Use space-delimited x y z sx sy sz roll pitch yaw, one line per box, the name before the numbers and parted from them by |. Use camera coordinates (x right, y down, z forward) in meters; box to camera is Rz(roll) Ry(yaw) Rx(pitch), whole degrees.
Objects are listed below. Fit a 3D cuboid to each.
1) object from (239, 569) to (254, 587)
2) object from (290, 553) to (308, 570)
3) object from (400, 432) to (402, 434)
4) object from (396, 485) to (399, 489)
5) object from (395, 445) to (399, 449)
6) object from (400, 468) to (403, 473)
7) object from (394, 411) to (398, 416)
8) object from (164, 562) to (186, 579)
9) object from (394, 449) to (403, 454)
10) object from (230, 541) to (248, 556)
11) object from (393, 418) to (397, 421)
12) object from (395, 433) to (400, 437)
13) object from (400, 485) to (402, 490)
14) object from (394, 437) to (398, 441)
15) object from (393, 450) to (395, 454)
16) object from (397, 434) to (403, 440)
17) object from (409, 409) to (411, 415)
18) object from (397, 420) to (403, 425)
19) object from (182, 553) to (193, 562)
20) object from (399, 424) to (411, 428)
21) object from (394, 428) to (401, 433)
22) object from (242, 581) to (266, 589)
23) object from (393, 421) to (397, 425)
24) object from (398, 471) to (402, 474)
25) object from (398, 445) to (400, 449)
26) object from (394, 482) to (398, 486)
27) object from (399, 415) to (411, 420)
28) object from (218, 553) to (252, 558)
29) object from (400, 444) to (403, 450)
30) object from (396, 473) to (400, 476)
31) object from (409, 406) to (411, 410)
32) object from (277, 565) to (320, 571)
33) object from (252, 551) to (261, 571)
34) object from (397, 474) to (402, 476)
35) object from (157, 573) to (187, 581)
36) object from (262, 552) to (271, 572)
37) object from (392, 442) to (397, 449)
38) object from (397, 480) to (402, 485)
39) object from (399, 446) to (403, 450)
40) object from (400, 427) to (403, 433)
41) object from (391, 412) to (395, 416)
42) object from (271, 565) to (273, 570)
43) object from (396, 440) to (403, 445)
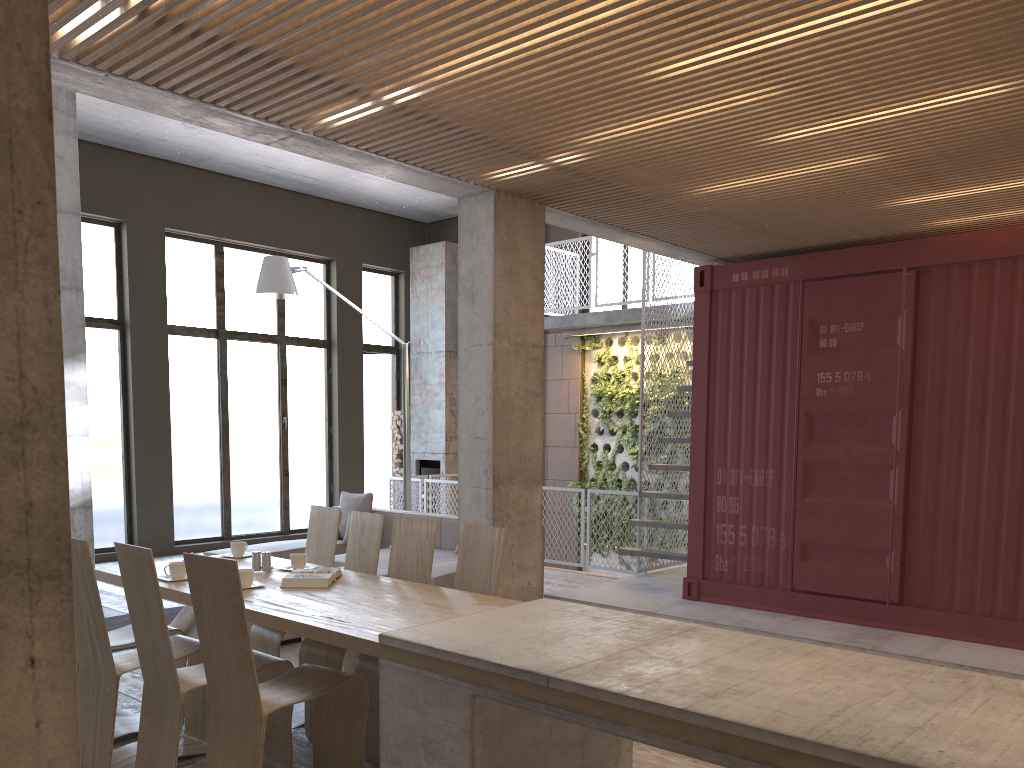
object | -1.398 1.014 4.566 0.093 0.089 0.116 1 0 16
object | -1.254 1.042 5.157 0.093 0.089 0.116 0 0 -4
object | -1.721 0.787 14.417 0.088 0.057 0.331 0 -2 41
object | -1.756 1.707 14.582 0.067 0.068 0.422 2 -1 41
object | -1.752 1.045 14.517 0.067 0.068 0.422 2 -1 41
object | -1.640 1.416 14.429 0.090 0.090 0.454 1 -1 40
object | -1.743 0.489 14.438 0.090 0.091 0.454 2 -1 40
object | -1.830 1.023 4.788 0.093 0.089 0.116 1 0 6
object | -1.726 1.112 14.442 0.093 0.084 0.478 1 -2 41
object | -1.768 1.065 5.669 0.093 0.089 0.116 0 0 -4
object | -1.787 0.575 14.482 0.122 0.069 0.363 0 -2 43
object | -1.787 0.857 14.500 0.100 0.104 0.292 2 -1 43
object | -1.640 1.694 14.476 0.093 0.084 0.478 1 -2 41
object | -1.830 0.902 14.430 0.045 0.073 0.250 3 0 41
object | -1.781 1.125 14.495 0.067 0.068 0.422 2 -1 41
object | -1.746 0.862 14.405 0.098 0.108 0.293 2 0 43
object | -1.557 0.472 14.339 0.099 0.109 0.293 2 0 43
object | -1.674 0.638 14.370 0.093 0.084 0.478 1 -2 41
object | -1.847 1.030 5.066 0.089 0.113 0.122 2 2 33
object | -1.659 0.691 14.376 0.114 0.080 0.434 0 -2 41
object | -1.725 0.766 14.409 0.093 0.084 0.478 1 -2 41
object | -1.400 1.054 4.579 0.185 0.014 0.184 2 -4 -35
object | -1.785 0.648 14.472 0.066 0.087 0.424 2 -1 40
object | -1.725 1.449 14.481 0.088 0.057 0.331 0 -2 41
object | -1.691 1.045 14.464 0.067 0.068 0.422 2 -1 41
object | -1.814 1.634 14.578 0.088 0.109 0.364 2 0 41
object | -1.669 0.549 14.311 0.103 0.084 0.362 1 -2 41
object | -1.767 1.107 5.660 0.185 0.014 0.185 -1 -3 28
object | -1.636 1.032 14.411 0.093 0.084 0.478 1 -2 41
object | -1.791 1.519 14.564 0.100 0.104 0.292 2 -1 43
object | -1.578 0.393 14.310 0.087 0.056 0.331 0 -2 41
object | -1.252 1.084 5.148 0.185 0.014 0.185 -1 -3 28
object | -1.467 1.017 5.036 0.052 0.113 0.052 0 4 -3
object | -1.750 1.524 14.470 0.098 0.108 0.293 2 0 43
object | -1.834 1.062 4.801 0.185 0.014 0.185 -3 -4 45
object | -1.409 1.019 5.030 0.052 0.110 0.052 0 4 -3
object | -1.824 1.017 14.530 0.063 0.126 0.363 4 1 40
object | -1.718 1.628 14.550 0.092 0.094 0.436 2 -1 41
object | -1.660 1.038 14.408 0.114 0.080 0.434 0 -2 41
object | -1.636 0.754 14.364 0.090 0.090 0.454 1 -1 40
object | -1.810 0.505 14.460 0.067 0.069 0.422 2 -1 41
object | -1.414 1.067 5.099 0.050 0.019 0.050 0 -2 25
object | -1.714 0.966 14.485 0.092 0.094 0.436 2 -1 41
